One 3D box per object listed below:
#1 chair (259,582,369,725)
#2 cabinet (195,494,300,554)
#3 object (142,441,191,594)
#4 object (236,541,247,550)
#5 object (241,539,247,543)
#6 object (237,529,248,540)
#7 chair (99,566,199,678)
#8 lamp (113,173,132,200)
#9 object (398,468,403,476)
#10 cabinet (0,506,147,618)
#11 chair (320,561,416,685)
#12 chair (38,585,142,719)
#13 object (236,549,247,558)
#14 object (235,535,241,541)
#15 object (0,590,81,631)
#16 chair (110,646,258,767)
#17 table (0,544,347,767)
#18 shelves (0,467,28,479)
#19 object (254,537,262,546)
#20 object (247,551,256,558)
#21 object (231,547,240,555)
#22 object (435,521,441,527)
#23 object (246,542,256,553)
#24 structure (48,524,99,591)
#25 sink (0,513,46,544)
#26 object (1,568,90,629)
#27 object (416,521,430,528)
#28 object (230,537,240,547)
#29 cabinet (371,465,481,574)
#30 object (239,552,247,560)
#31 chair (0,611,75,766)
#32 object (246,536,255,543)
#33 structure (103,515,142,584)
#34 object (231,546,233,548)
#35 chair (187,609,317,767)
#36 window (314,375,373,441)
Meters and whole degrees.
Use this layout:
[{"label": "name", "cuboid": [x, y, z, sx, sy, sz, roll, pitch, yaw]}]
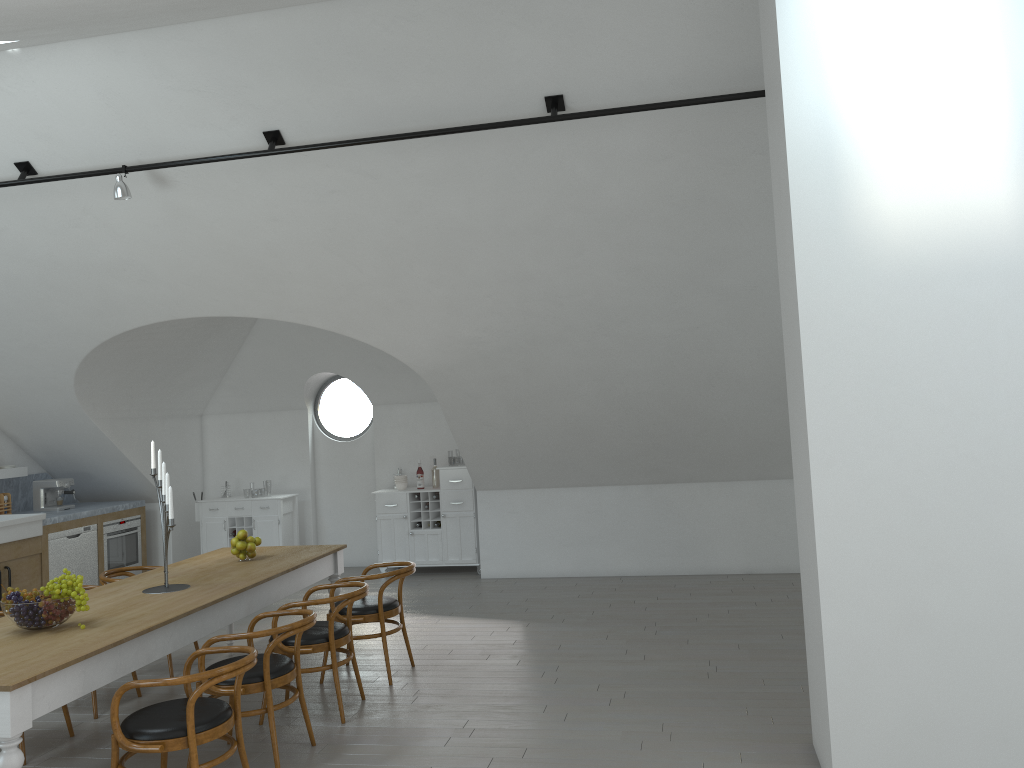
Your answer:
[{"label": "chair", "cuboid": [-1.154, 1.594, 5.316, 0.621, 0.736, 0.526, -3, -3, 6]}, {"label": "cabinet", "cuboid": [-3.006, 1.687, 10.068, 1.134, 0.790, 0.496, -4, -3, 11]}, {"label": "object", "cuboid": [-2.067, 0.771, 5.291, 0.266, 0.876, 0.773, -2, -3, -15]}, {"label": "object", "cuboid": [-1.844, 1.102, 6.044, 0.071, 0.064, 0.072, -3, -2, 5]}, {"label": "object", "cuboid": [-1.855, 1.089, 6.150, 0.053, 0.051, 0.052, -2, -3, -18]}, {"label": "object", "cuboid": [-1.858, 1.040, 6.113, 0.072, 0.074, 0.072, -4, -3, 11]}, {"label": "chair", "cuboid": [-2.636, 1.707, 6.399, 0.621, 0.736, 0.526, -4, -3, 8]}, {"label": "lamp", "cuboid": [-2.624, -1.328, 5.971, 0.113, 0.175, 0.114, -2, -3, -26]}, {"label": "object", "cuboid": [-1.291, 1.066, 10.124, 0.115, 0.209, 0.065, -4, -3, 14]}, {"label": "cabinet", "cuboid": [-5.102, 1.826, 6.690, 1.003, 1.023, 6.421, -4, -2, 11]}, {"label": "chair", "cuboid": [-0.943, 1.602, 6.010, 0.621, 0.736, 0.527, -4, -3, 14]}, {"label": "chair", "cuboid": [-2.789, 1.695, 5.693, 0.621, 0.736, 0.527, -4, -3, 14]}, {"label": "object", "cuboid": [-1.873, 1.169, 6.135, 0.080, 0.074, 0.078, -2, -3, -34]}, {"label": "object", "cuboid": [-1.899, 1.076, 6.179, 0.062, 0.060, 0.062, -4, -3, 12]}, {"label": "object", "cuboid": [-2.288, 1.114, 4.325, 0.360, 0.160, 0.359, -3, -2, -8]}, {"label": "chair", "cuboid": [-1.418, 1.567, 3.887, 0.621, 0.736, 0.527, -4, -3, 15]}, {"label": "table", "cuboid": [-2.044, 1.601, 5.076, 1.018, 0.800, 3.345, -4, -2, 11]}, {"label": "shelves", "cuboid": [-5.517, 0.212, 6.407, 0.480, 1.364, 5.543, -3, -2, 6]}, {"label": "object", "cuboid": [-1.769, 1.093, 6.153, 0.063, 0.063, 0.062, -2, -3, -26]}, {"label": "object", "cuboid": [-1.799, 1.172, 6.126, 0.063, 0.063, 0.064, -4, -3, 22]}, {"label": "object", "cuboid": [-1.892, 1.143, 6.064, 0.059, 0.056, 0.059, -3, -2, 6]}, {"label": "object", "cuboid": [-0.792, 1.532, 9.762, 0.081, 0.081, 0.358, -4, -2, 9]}, {"label": "object", "cuboid": [-1.790, 1.120, 6.074, 0.071, 0.072, 0.070, -2, -3, -24]}, {"label": "structure", "cuboid": [-4.538, 1.837, 8.671, 0.598, 0.824, 0.723, -4, -3, 11]}, {"label": "sink", "cuboid": [-4.765, 1.311, 7.794, 0.727, 0.202, 1.020, -4, -2, 11]}, {"label": "object", "cuboid": [-2.270, 1.049, 4.310, 0.394, 0.285, 0.292, -2, -3, -25]}, {"label": "object", "cuboid": [-0.961, 1.539, 9.803, 0.156, 0.085, 0.331, -4, -2, 12]}, {"label": "object", "cuboid": [-1.901, 1.090, 6.092, 0.066, 0.071, 0.072, -2, -3, -19]}, {"label": "cabinet", "cuboid": [-0.889, 1.496, 9.843, 1.242, 1.156, 0.609, -4, -3, 11]}, {"label": "object", "cuboid": [-1.845, 1.180, 6.073, 0.049, 0.050, 0.051, -4, -3, 15]}, {"label": "chair", "cuboid": [-2.875, 1.679, 4.968, 0.621, 0.736, 0.526, -4, -3, 8]}, {"label": "object", "cuboid": [-1.802, 1.077, 6.108, 0.058, 0.057, 0.053, -4, -3, 26]}, {"label": "structure", "cuboid": [-4.389, 1.755, 9.416, 0.630, 0.637, 0.631, -4, -3, 11]}, {"label": "object", "cuboid": [-1.915, 1.121, 6.146, 0.062, 0.059, 0.062, -4, -3, 15]}, {"label": "chair", "cuboid": [-1.313, 1.582, 4.607, 0.621, 0.736, 0.527, -4, -3, 11]}, {"label": "window", "cuboid": [-1.979, 0.283, 10.603, 0.899, 0.901, 0.060, -4, -3, 11]}]
